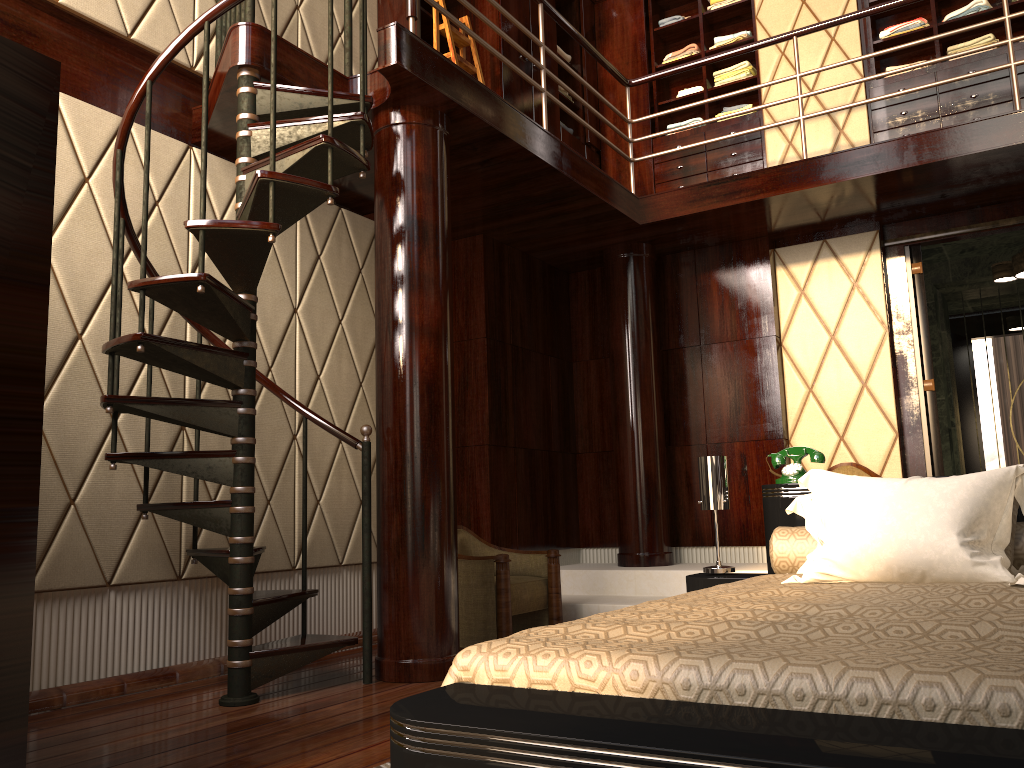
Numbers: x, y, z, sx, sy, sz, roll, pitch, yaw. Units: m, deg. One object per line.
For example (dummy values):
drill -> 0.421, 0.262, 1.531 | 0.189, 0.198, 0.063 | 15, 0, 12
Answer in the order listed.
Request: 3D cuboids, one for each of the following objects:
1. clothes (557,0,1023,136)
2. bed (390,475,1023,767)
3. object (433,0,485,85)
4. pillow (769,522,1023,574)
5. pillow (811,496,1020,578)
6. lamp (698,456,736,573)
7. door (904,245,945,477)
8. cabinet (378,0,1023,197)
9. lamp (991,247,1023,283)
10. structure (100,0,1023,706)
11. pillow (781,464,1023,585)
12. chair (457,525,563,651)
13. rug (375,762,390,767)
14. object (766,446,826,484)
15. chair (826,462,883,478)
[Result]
clothes -> 2.448, -2.279, 5.328 | 4.996, 0.954, 0.818 | -6, -10, 24
bed -> 1.010, 0.483, 1.792 | 1.985, 0.660, 2.381 | -7, -10, 31
object -> -0.228, -1.583, 4.712 | 0.258, 0.974, 0.275 | -7, -10, 31
pillow -> 1.436, 0.468, 2.505 | 1.396, 0.167, 0.173 | -7, -10, 31
pillow -> 1.287, 0.372, 2.208 | 1.123, 0.271, 0.293 | -7, -10, 31
lamp -> 0.688, 0.439, 2.992 | 0.106, 0.385, 0.109 | -9, -11, 38
door -> 2.994, 0.071, 5.040 | 1.435, 1.820, 0.828 | -7, -10, 30
cabinet -> 2.442, -2.371, 4.490 | 6.767, 2.432, 2.576 | -7, -10, 31
lamp -> 3.178, -0.838, 5.466 | 0.515, 0.347, 0.467 | 3, -10, -28
structure -> 1.839, -0.618, 3.132 | 6.107, 3.189, 3.750 | -7, -10, 31
pillow -> 1.278, 0.353, 2.247 | 1.322, 0.320, 0.685 | -7, -10, 32
chair -> -0.077, 0.934, 4.140 | 0.462, 0.550, 0.571 | -7, -10, 31
rug -> 1.074, 0.780, 1.574 | 2.910, 0.006, 3.735 | -7, -10, 31
object -> 0.998, 0.285, 3.114 | 0.158, 0.131, 0.178 | -1, -9, -6
chair -> 1.761, 0.685, 4.722 | 0.571, 0.550, 0.462 | -7, -10, 31
